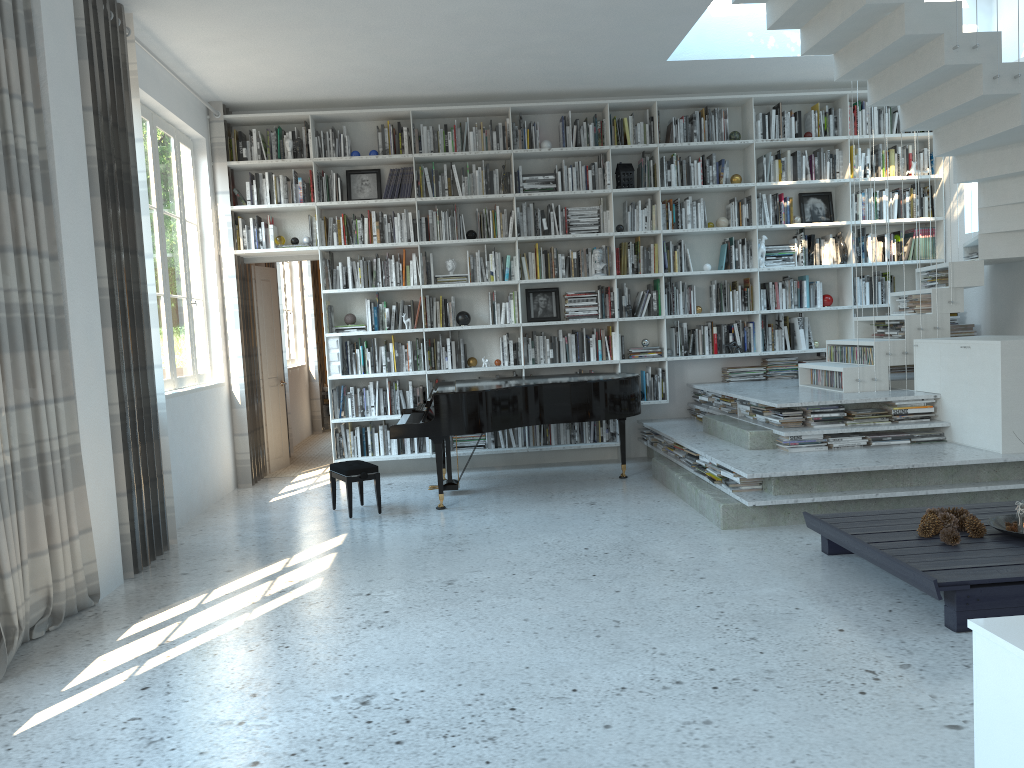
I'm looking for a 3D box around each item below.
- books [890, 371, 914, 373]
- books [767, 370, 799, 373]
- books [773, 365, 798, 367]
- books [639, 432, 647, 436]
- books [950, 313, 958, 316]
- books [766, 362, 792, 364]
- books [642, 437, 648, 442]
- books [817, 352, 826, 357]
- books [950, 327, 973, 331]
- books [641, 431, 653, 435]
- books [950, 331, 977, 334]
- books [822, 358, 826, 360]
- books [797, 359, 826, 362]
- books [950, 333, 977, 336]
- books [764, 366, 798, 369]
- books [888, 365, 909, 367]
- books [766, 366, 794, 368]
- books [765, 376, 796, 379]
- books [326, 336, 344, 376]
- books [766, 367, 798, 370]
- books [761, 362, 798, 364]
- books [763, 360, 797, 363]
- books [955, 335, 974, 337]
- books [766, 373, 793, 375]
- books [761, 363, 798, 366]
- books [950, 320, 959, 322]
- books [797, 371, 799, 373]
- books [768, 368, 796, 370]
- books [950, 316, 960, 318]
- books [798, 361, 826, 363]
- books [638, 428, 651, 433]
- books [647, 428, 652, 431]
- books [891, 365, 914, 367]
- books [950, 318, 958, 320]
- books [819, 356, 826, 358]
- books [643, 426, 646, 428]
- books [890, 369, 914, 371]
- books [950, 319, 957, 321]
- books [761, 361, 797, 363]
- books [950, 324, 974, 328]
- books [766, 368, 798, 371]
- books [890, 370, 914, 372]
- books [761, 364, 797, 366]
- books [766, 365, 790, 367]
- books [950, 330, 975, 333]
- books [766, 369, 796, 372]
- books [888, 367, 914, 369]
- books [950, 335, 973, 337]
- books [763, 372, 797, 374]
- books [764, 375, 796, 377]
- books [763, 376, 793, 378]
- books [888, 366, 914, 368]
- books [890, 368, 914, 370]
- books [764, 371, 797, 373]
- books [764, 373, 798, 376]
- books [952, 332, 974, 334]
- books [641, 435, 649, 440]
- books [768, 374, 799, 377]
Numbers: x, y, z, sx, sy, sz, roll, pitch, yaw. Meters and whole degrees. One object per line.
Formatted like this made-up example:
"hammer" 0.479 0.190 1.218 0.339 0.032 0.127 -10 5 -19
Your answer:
"books" 3.583 -0.115 8.099 0.368 0.007 0.205 -3 4 0
"books" 2.422 -0.117 8.022 0.285 0.007 0.159 -4 4 -7
"books" 2.416 -0.163 8.023 0.285 0.005 0.159 -3 4 -5
"books" 1.253 0.442 7.871 0.177 0.012 0.278 -4 4 -7
"books" 3.696 -0.591 7.641 0.232 0.025 0.123 -3 4 -6
"books" 2.418 -0.196 8.017 0.254 0.006 0.160 -3 4 1
"books" 1.268 0.489 7.875 0.171 0.016 0.241 -3 4 -3
"books" 2.903 -0.271 8.007 0.204 0.036 0.266 -3 4 -2
"books" 3.711 -0.458 7.438 0.234 0.025 0.157 -4 4 -7
"books" 1.255 0.432 7.870 0.188 0.009 0.211 -3 4 -4
"books" 3.713 -0.430 7.432 0.295 0.006 0.146 -3 4 -5
"books" 2.921 -0.226 8.011 0.165 0.015 0.242 -3 4 0
"books" 2.786 -0.215 8.043 0.367 0.007 0.205 -3 4 -1
"books" 3.714 -0.413 7.424 0.296 0.013 0.128 -3 4 -5
"books" 2.419 -0.152 8.029 0.285 0.007 0.159 -3 4 -3
"books" 3.580 -0.177 8.097 0.367 0.007 0.205 -3 4 -1
"books" 2.416 -0.158 8.028 0.254 0.006 0.160 -3 4 -3
"books" 2.423 -0.062 8.026 0.254 0.007 0.160 -3 4 1
"books" -1.533 -0.245 7.726 0.106 0.340 0.306 -3 4 -3
"books" 2.420 -0.145 8.027 0.285 0.007 0.159 -3 4 -2
"books" 2.415 -0.190 8.016 0.285 0.005 0.159 -4 4 -7
"books" 2.417 -0.206 8.014 0.254 0.006 0.160 -4 4 -8
"books" 3.714 -0.398 7.450 0.251 0.008 0.184 -3 4 -2
"books" 2.423 -0.097 8.024 0.254 0.007 0.160 -4 4 -7
"books" 2.415 -0.180 8.024 0.285 0.005 0.159 -3 4 -4
"books" 3.699 -0.536 7.641 0.227 0.009 0.144 -3 4 -3
"books" 2.792 -0.116 8.047 0.367 0.007 0.205 -3 4 -6
"books" 2.420 -0.138 8.027 0.254 0.007 0.160 -3 4 -2
"books" 3.698 -0.571 7.631 0.235 0.014 0.155 -3 4 -2
"books" 2.787 -0.207 8.034 0.367 0.007 0.205 -4 4 -8
"books" 1.246 0.408 7.868 0.191 0.013 0.243 -4 4 -7
"books" 1.280 0.391 7.869 0.133 0.017 0.231 -3 4 -2
"books" 3.581 -0.169 8.098 0.327 0.008 0.207 -3 4 5
"books" 3.698 -0.558 7.636 0.206 0.014 0.150 -3 4 -3
"books" 2.919 -0.244 8.010 0.159 0.012 0.285 -4 4 -7
"books" 1.265 0.376 7.867 0.158 0.014 0.234 -3 4 -5
"books" 3.582 -0.138 8.097 0.327 0.008 0.207 -3 4 0
"books" 3.698 -0.546 7.643 0.215 0.011 0.121 -4 4 -8
"books" 2.417 -0.201 8.018 0.285 0.005 0.159 -3 4 -6
"books" 3.709 -0.483 7.441 0.267 0.026 0.161 -3 4 2
"books" 2.421 -0.131 8.019 0.285 0.007 0.159 -4 4 -8
"books" 3.582 -0.130 8.092 0.327 0.008 0.207 -3 4 2
"books" 2.415 -0.174 8.025 0.285 0.005 0.159 -3 4 -2
"books" 2.416 -0.169 8.025 0.254 0.006 0.160 -3 4 -4
"books" 3.711 -0.440 7.451 0.278 0.012 0.177 -3 4 1
"books" 2.421 -0.125 8.028 0.254 0.007 0.160 -3 4 -2
"books" 3.581 -0.154 8.093 0.368 0.007 0.205 -3 4 3
"books" 3.713 -0.405 7.450 0.249 0.006 0.189 -3 4 -3
"books" 2.423 -0.104 8.028 0.285 0.007 0.159 -3 4 -1
"books" 2.422 -0.077 8.032 0.254 0.007 0.160 -3 4 -2
"books" 2.422 -0.070 8.035 0.254 0.007 0.160 -3 4 -3
"books" 3.581 -0.162 8.096 0.327 0.008 0.207 -3 4 0
"books" 3.582 -0.147 8.105 0.327 0.008 0.207 -3 4 -3
"books" 2.422 -0.111 8.023 0.254 0.007 0.160 -4 4 -7
"books" 2.424 -0.090 8.022 0.285 0.007 0.159 -3 4 2
"books" 3.714 -0.423 7.428 0.250 0.007 0.131 -3 4 1
"books" 1.256 0.467 7.873 0.179 0.012 0.261 -3 4 0
"books" 2.422 -0.083 8.024 0.285 0.007 0.159 -4 4 -7
